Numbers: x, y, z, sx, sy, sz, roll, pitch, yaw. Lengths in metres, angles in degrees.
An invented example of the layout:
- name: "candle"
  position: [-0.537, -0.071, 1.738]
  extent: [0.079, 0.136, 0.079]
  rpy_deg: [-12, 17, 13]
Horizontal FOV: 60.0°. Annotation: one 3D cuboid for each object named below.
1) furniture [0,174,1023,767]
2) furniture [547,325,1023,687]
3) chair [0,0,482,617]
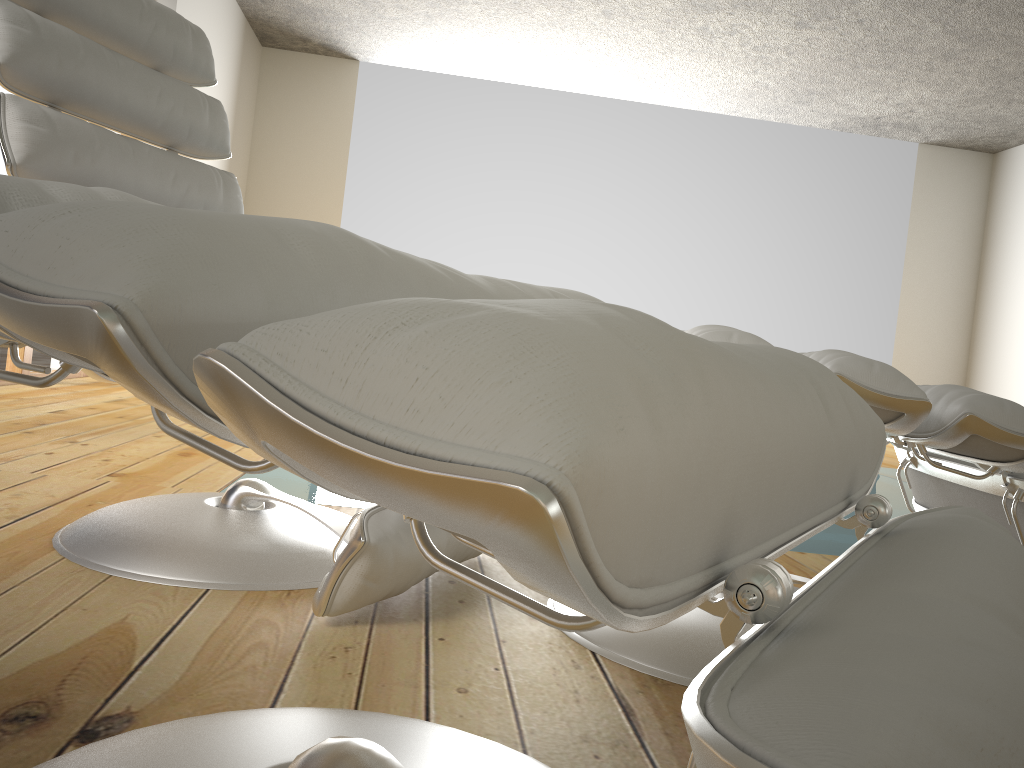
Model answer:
- name: "furniture"
  position: [-0.049, 0.129, 0.545]
  extent: [0.687, 0.439, 0.569]
  rpy_deg: [8, 2, 30]
- name: "furniture"
  position: [0.417, 0.155, 1.304]
  extent: [0.686, 0.439, 0.570]
  rpy_deg: [7, 2, 1]
- name: "chair"
  position: [-0.427, -0.218, 1.489]
  extent: [0.915, 0.968, 0.569]
  rpy_deg: [7, 1, 19]
